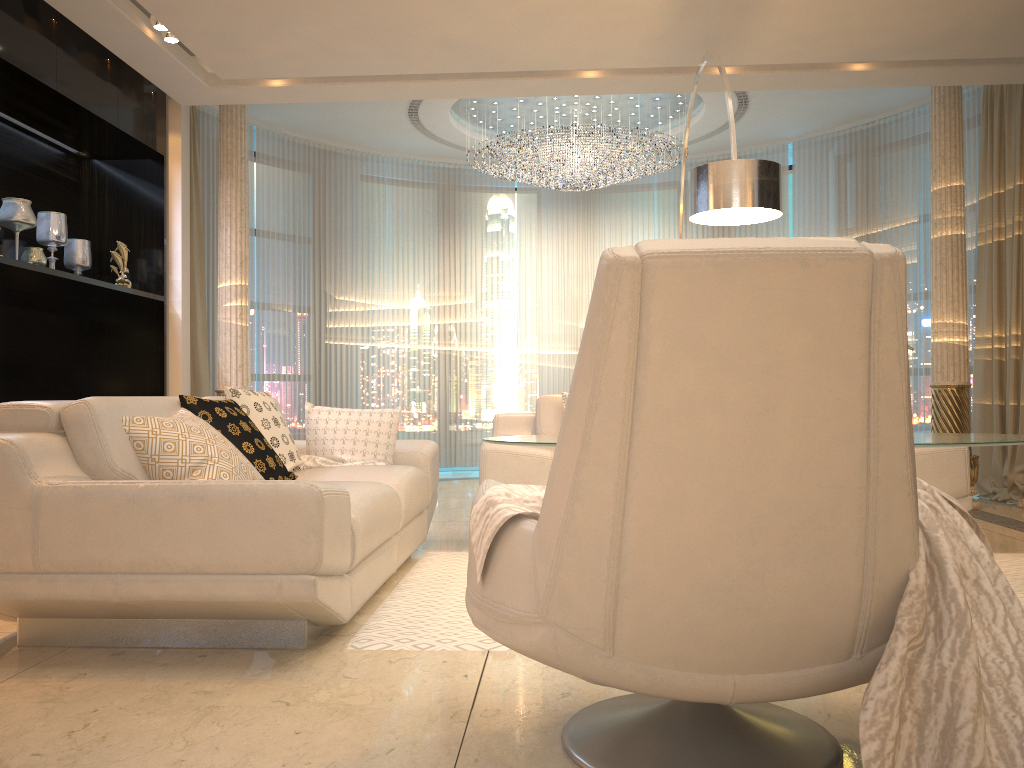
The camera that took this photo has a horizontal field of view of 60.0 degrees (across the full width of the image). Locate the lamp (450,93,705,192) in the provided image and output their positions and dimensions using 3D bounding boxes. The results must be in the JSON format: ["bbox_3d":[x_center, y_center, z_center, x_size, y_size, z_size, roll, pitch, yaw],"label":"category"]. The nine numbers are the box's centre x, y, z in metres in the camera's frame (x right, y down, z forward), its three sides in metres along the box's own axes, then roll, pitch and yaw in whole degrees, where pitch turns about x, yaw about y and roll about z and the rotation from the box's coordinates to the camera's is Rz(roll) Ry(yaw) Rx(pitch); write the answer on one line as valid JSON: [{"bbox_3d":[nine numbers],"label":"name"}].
[{"bbox_3d":[0.535,-1.964,7.390,2.109,0.685,2.109,0,-1,-42],"label":"lamp"}]

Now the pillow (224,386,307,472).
[{"bbox_3d":[-1.072,0.211,3.961,0.255,0.399,0.526,0,-1,3],"label":"pillow"}]

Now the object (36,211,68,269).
[{"bbox_3d":[-2.652,-0.768,5.116,0.156,0.426,0.156,-1,-1,8],"label":"object"}]

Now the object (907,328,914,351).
[{"bbox_3d":[2.393,0.078,6.047,0.616,1.471,0.570,-1,-1,9],"label":"object"}]

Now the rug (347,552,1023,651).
[{"bbox_3d":[0.978,0.780,3.361,2.900,0.020,1.661,0,-1,3],"label":"rug"}]

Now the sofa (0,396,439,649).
[{"bbox_3d":[-1.004,0.425,3.558,1.145,0.754,2.328,0,-1,3],"label":"sofa"}]

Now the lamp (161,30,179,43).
[{"bbox_3d":[-1.818,-1.889,4.733,0.107,0.127,0.107,0,-1,-15],"label":"lamp"}]

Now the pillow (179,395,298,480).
[{"bbox_3d":[-1.055,0.219,3.502,0.323,0.355,0.524,0,-1,4],"label":"pillow"}]

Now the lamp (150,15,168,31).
[{"bbox_3d":[-1.820,-1.903,4.603,0.107,0.127,0.107,0,-1,-15],"label":"lamp"}]

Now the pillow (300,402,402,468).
[{"bbox_3d":[-0.801,0.240,4.236,0.521,0.325,0.281,-1,-1,13],"label":"pillow"}]

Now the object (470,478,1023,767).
[{"bbox_3d":[0.599,0.468,1.820,1.347,0.580,0.972,-1,-1,40],"label":"object"}]

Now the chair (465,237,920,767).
[{"bbox_3d":[0.389,0.271,1.781,1.027,0.991,0.983,0,-1,3],"label":"chair"}]

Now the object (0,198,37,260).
[{"bbox_3d":[-2.579,-0.766,4.620,0.181,0.381,0.181,0,-1,-3],"label":"object"}]

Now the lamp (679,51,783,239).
[{"bbox_3d":[1.015,-0.457,4.643,0.393,2.519,2.009,0,-1,3],"label":"lamp"}]

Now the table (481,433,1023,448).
[{"bbox_3d":[0.952,0.486,3.376,2.140,0.565,0.999,0,-1,2],"label":"table"}]

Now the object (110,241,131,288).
[{"bbox_3d":[-2.382,-0.713,5.401,0.116,0.293,0.182,0,-1,0],"label":"object"}]

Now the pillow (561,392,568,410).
[{"bbox_3d":[0.494,0.229,4.831,0.463,0.380,0.222,0,-1,8],"label":"pillow"}]

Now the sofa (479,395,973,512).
[{"bbox_3d":[1.025,0.427,4.742,2.328,0.754,1.145,0,-1,3],"label":"sofa"}]

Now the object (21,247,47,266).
[{"bbox_3d":[-2.560,-0.650,4.748,0.119,0.154,0.119,-1,-1,13],"label":"object"}]

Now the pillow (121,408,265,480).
[{"bbox_3d":[-1.071,0.247,3.044,0.351,0.329,0.521,0,-1,3],"label":"pillow"}]

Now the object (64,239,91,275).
[{"bbox_3d":[-2.631,-0.710,5.372,0.147,0.317,0.147,0,-1,5],"label":"object"}]
